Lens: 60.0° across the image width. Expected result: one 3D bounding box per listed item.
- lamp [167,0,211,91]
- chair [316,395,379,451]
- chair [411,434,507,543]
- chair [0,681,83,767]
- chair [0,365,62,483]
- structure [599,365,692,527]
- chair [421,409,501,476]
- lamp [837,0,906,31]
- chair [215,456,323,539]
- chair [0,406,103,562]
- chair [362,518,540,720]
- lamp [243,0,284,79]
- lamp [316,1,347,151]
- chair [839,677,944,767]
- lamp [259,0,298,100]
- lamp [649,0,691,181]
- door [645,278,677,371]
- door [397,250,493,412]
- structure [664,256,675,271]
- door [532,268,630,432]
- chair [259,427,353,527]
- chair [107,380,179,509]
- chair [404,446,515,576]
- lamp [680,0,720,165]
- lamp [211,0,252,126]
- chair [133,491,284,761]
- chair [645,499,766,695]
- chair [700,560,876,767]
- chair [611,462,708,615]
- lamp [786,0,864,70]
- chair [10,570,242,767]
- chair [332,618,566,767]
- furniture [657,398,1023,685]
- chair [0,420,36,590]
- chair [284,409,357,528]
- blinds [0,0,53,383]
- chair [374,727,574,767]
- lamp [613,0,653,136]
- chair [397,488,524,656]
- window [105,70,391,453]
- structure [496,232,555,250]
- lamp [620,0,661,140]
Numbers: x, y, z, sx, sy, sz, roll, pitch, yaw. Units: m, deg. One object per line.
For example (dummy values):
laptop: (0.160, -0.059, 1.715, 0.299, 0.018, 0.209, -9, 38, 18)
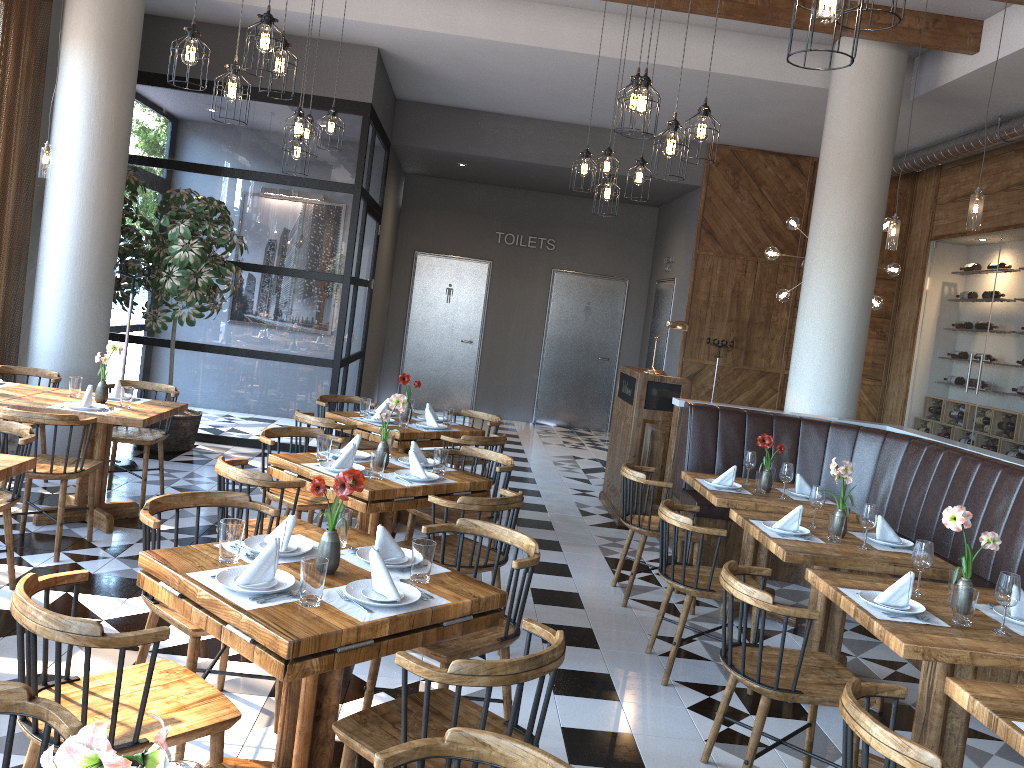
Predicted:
lamp: (-1.500, -2.517, 4.400, 0.175, 2.067, 0.175, 5, 3, -42)
chair: (-1.314, 0.532, 7.066, 0.552, 0.816, 0.518, 10, 4, 42)
chair: (-0.366, 0.725, 6.206, 0.552, 0.816, 0.518, 10, 4, 42)
chair: (-1.040, 1.029, 1.528, 0.552, 0.816, 0.518, 10, 4, 42)
chair: (-3.551, 0.310, 6.285, 0.519, 0.816, 0.551, 7, 3, -3)
structure: (1.258, 0.541, 7.976, 0.645, 1.298, 1.048, 7, 3, -3)
chair: (-0.421, 0.640, 7.137, 0.521, 0.816, 0.549, 10, 4, 42)
lamp: (1.149, -2.062, 2.493, 0.175, 2.067, 0.175, 5, 3, -44)
chair: (-1.176, 0.783, 4.270, 0.521, 0.816, 0.549, 10, 4, 42)
chair: (-2.651, 0.530, 5.028, 0.519, 0.816, 0.551, 7, 3, -3)
chair: (-0.225, 0.979, 3.374, 0.521, 0.816, 0.549, 10, 4, 42)
lamp: (-1.114, -2.565, 4.360, 0.175, 2.067, 0.175, 7, 2, -9)
lamp: (-1.220, -2.756, 6.485, 0.175, 2.067, 0.175, 8, 2, 9)
chair: (1.070, 1.240, 2.231, 0.549, 0.816, 0.521, 7, 3, -3)
lamp: (-1.097, -2.523, 4.569, 0.175, 2.067, 0.175, 6, 2, -20)
lamp: (0.929, -2.084, 4.521, 0.175, 2.067, 0.175, 6, 2, -20)
door: (1.998, -0.293, 12.481, 0.114, 2.389, 1.209, 7, 3, -3)
door: (-1.035, -0.766, 13.497, 1.206, 2.390, 0.114, 7, 2, -3)
structure: (2.195, -1.677, 12.381, 0.025, 0.196, 0.567, 7, 4, -3)
door: (1.059, -0.508, 13.613, 1.206, 2.390, 0.114, 7, 2, -3)
chair: (-1.220, 0.701, 5.179, 0.552, 0.816, 0.518, 10, 4, 42)
chair: (-2.715, 0.413, 6.331, 0.519, 0.816, 0.551, 7, 3, -3)
chair: (-0.317, 0.812, 5.229, 0.521, 0.816, 0.549, 10, 4, 42)
lamp: (1.115, -2.204, 4.658, 0.175, 2.067, 0.175, 9, 3, 37)
lamp: (-1.323, -2.372, 4.512, 0.175, 2.067, 0.175, 7, 2, -9)
chair: (-1.129, 0.868, 3.324, 0.552, 0.816, 0.518, 10, 4, 42)
chair: (0.961, 1.043, 4.430, 0.549, 0.816, 0.521, 7, 3, -3)
chair: (1.016, 1.141, 3.330, 0.549, 0.816, 0.521, 7, 3, -3)
chair: (0.907, 0.944, 5.529, 0.549, 0.816, 0.521, 7, 3, -3)
lamp: (0.966, -1.899, 2.359, 0.175, 2.067, 0.175, 6, 3, -33)
chair: (-1.084, 0.949, 2.414, 0.521, 0.816, 0.549, 10, 4, 42)
chair: (-0.181, 1.061, 2.464, 0.552, 0.816, 0.518, 10, 4, 42)
furniture: (2.341, 1.090, 3.964, 1.917, 1.148, 6.605, 7, 5, -3)
chair: (-2.609, 0.607, 4.180, 0.519, 0.816, 0.551, 7, 3, -3)
chair: (-1.269, 0.613, 6.156, 0.521, 0.816, 0.549, 10, 4, 42)
blinds: (-3.797, -1.120, 3.626, 0.160, 3.573, 7.285, 7, 4, -3)
chair: (-0.136, 1.140, 1.578, 0.521, 0.816, 0.549, 10, 4, 42)
lamp: (0.754, -2.347, 4.617, 0.175, 2.067, 0.175, 6, 2, -20)
chair: (-0.272, 0.894, 4.320, 0.552, 0.816, 0.518, 10, 4, 42)
window: (-2.962, -1.266, 9.802, 2.726, 3.542, 2.191, 7, 3, -3)
structure: (0.202, -2.175, 13.501, 0.915, 0.165, 0.035, 7, 2, -3)
lamp: (0.763, -2.272, 4.411, 0.175, 2.067, 0.175, 6, 3, -31)
